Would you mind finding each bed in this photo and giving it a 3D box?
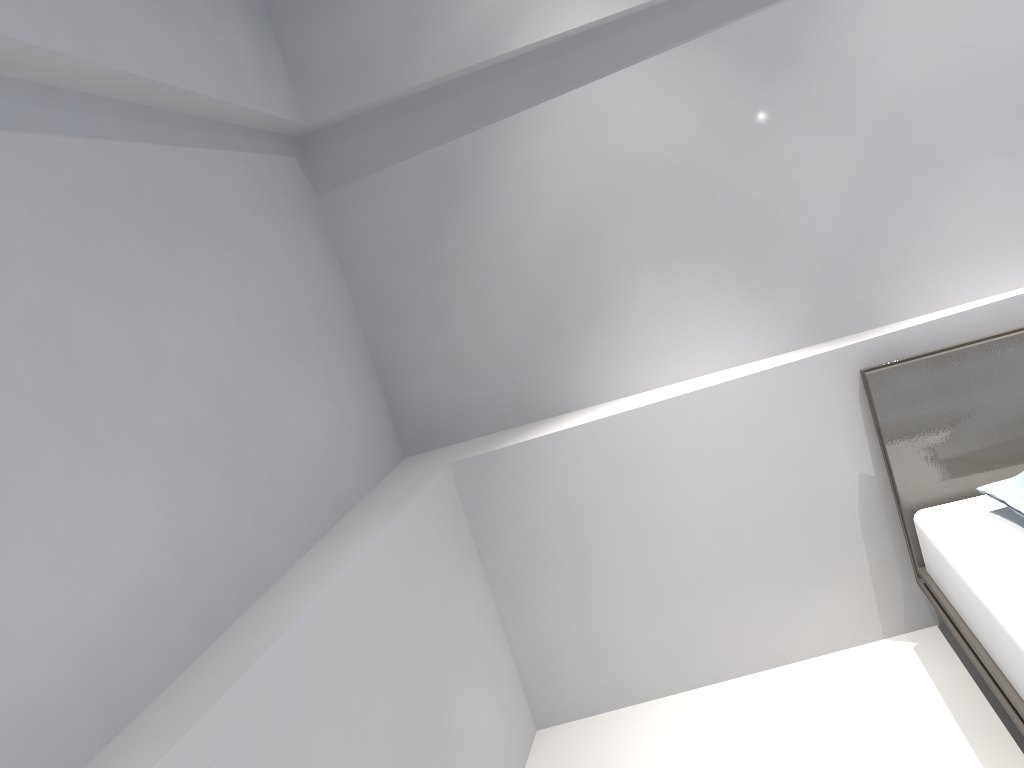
[{"bbox_3d":[1.384,0.398,1.388,1.411,0.752,2.319,-16,8,12],"label":"bed"}]

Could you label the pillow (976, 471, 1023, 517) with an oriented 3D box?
[{"bbox_3d":[1.544,0.194,2.061,0.746,0.173,0.417,-17,8,7],"label":"pillow"}]
